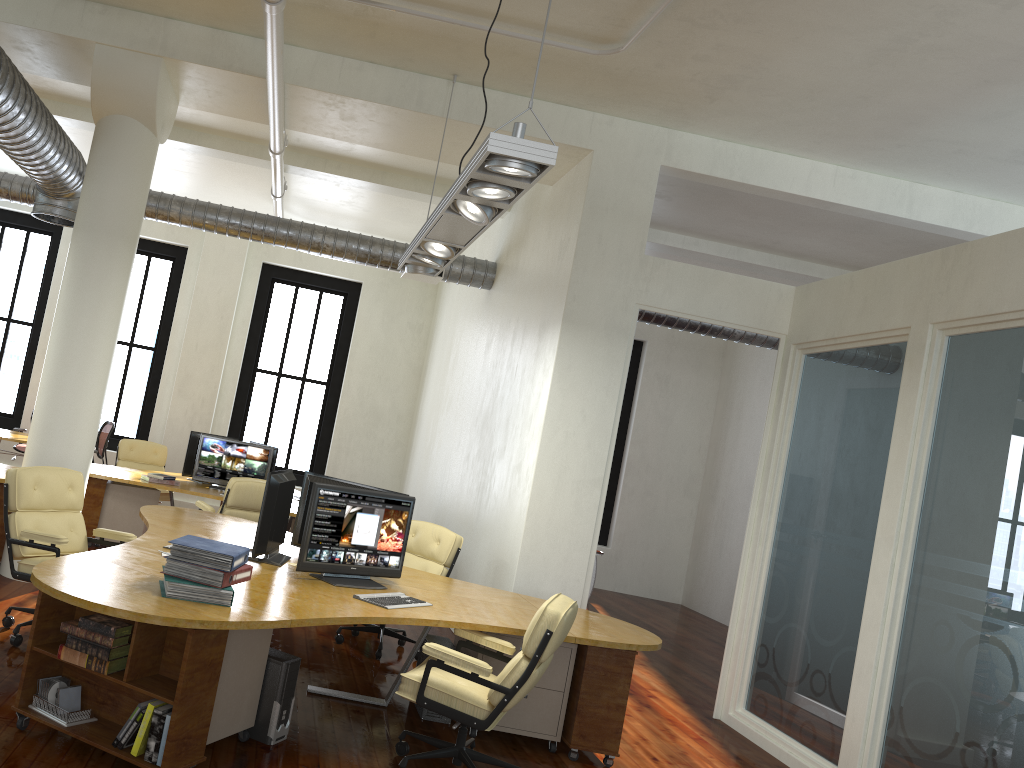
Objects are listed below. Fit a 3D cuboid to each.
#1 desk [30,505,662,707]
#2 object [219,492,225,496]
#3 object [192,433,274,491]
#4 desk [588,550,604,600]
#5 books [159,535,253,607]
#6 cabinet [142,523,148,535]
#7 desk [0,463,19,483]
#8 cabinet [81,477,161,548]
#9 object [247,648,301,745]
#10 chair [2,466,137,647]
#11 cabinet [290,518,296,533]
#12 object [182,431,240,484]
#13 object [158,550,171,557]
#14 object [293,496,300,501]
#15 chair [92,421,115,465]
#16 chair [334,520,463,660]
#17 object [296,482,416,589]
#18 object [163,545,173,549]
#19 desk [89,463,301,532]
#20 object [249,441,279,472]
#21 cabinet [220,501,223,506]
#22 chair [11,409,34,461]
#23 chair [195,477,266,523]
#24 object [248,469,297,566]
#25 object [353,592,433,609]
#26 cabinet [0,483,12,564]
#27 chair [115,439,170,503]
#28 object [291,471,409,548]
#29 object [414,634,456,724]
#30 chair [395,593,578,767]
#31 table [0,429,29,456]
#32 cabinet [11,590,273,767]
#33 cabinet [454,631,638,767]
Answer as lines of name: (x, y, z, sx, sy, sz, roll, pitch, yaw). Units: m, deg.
desk: (-1.542, 1.481, 5.797, 3.539, 0.732, 3.835, 15, -6, -38)
object: (-2.734, 1.164, 9.054, 0.485, 0.016, 0.225, 11, -5, 5)
object: (-3.020, 0.884, 9.596, 0.784, 0.551, 0.300, 12, -4, -9)
desk: (0.200, 2.496, 12.722, 1.581, 0.693, 1.645, 12, -5, -8)
books: (-1.439, 0.853, 4.090, 0.423, 0.226, 0.453, 11, -5, 2)
cabinet: (-2.267, 1.438, 6.685, 0.805, 0.707, 0.974, 14, -6, -38)
desk: (-6.066, 0.684, 6.884, 3.823, 0.732, 3.553, 8, -6, 30)
cabinet: (-4.218, 1.285, 9.200, 0.815, 0.707, 0.964, 14, -5, -33)
object: (-1.369, 1.575, 4.605, 0.517, 0.410, 0.167, 9, -4, 24)
chair: (-2.765, 1.070, 5.514, 0.839, 1.019, 0.666, 9, -4, 22)
cabinet: (-1.759, 1.760, 9.063, 0.965, 0.707, 0.814, 9, -5, 27)
object: (-3.439, 0.850, 10.127, 0.318, 0.551, 0.738, 9, -5, 30)
object: (-1.907, 0.945, 4.924, 0.105, 0.015, 0.142, 13, -6, -21)
object: (-2.475, 1.336, 10.344, 0.212, 0.016, 0.514, 14, -6, -30)
chair: (-8.037, 0.315, 9.360, 7.202, 1.155, 1.038, 15, -6, -39)
chair: (-0.928, 1.569, 6.959, 0.709, 1.019, 0.785, 14, -5, -38)
object: (-0.902, 0.897, 5.226, 0.732, 0.551, 0.320, 15, -6, -43)
object: (-1.911, 0.983, 5.355, 0.235, 0.016, 0.464, 11, -5, 3)
desk: (-3.162, 1.572, 10.235, 3.896, 0.732, 3.513, 11, -5, -2)
object: (-2.885, 0.960, 10.130, 0.266, 0.551, 0.881, 13, -5, -35)
cabinet: (-3.322, 1.656, 11.275, 0.885, 0.707, 0.894, 11, -4, -3)
chair: (-6.625, 0.877, 12.394, 0.734, 1.155, 0.754, 11, -4, 0)
chair: (-2.655, 1.371, 8.506, 0.652, 1.019, 0.855, 14, -5, -39)
object: (-1.493, 0.808, 5.529, 0.293, 0.551, 0.803, 11, -4, -3)
object: (-0.649, 1.189, 4.879, 0.250, 0.016, 0.434, 8, -6, 30)
cabinet: (-4.552, 1.037, 7.245, 0.819, 0.707, 0.960, 14, -5, -31)
chair: (-4.483, 1.218, 10.769, 0.656, 1.019, 0.850, 13, -5, -34)
object: (-1.074, 0.918, 5.814, 0.878, 0.551, 0.267, 9, -4, 29)
object: (-0.481, 1.842, 5.581, 0.176, 0.410, 0.493, 11, -4, -13)
chair: (-0.158, 1.489, 4.451, 0.829, 1.019, 0.675, 10, -4, 17)
table: (-6.573, 1.007, 11.425, 1.579, 0.743, 1.391, 10, -5, 18)
cabinet: (-1.669, 1.326, 4.208, 0.952, 0.707, 0.827, 9, -5, 22)
cabinet: (0.124, 1.804, 5.515, 0.874, 0.707, 0.905, 12, -4, -8)
